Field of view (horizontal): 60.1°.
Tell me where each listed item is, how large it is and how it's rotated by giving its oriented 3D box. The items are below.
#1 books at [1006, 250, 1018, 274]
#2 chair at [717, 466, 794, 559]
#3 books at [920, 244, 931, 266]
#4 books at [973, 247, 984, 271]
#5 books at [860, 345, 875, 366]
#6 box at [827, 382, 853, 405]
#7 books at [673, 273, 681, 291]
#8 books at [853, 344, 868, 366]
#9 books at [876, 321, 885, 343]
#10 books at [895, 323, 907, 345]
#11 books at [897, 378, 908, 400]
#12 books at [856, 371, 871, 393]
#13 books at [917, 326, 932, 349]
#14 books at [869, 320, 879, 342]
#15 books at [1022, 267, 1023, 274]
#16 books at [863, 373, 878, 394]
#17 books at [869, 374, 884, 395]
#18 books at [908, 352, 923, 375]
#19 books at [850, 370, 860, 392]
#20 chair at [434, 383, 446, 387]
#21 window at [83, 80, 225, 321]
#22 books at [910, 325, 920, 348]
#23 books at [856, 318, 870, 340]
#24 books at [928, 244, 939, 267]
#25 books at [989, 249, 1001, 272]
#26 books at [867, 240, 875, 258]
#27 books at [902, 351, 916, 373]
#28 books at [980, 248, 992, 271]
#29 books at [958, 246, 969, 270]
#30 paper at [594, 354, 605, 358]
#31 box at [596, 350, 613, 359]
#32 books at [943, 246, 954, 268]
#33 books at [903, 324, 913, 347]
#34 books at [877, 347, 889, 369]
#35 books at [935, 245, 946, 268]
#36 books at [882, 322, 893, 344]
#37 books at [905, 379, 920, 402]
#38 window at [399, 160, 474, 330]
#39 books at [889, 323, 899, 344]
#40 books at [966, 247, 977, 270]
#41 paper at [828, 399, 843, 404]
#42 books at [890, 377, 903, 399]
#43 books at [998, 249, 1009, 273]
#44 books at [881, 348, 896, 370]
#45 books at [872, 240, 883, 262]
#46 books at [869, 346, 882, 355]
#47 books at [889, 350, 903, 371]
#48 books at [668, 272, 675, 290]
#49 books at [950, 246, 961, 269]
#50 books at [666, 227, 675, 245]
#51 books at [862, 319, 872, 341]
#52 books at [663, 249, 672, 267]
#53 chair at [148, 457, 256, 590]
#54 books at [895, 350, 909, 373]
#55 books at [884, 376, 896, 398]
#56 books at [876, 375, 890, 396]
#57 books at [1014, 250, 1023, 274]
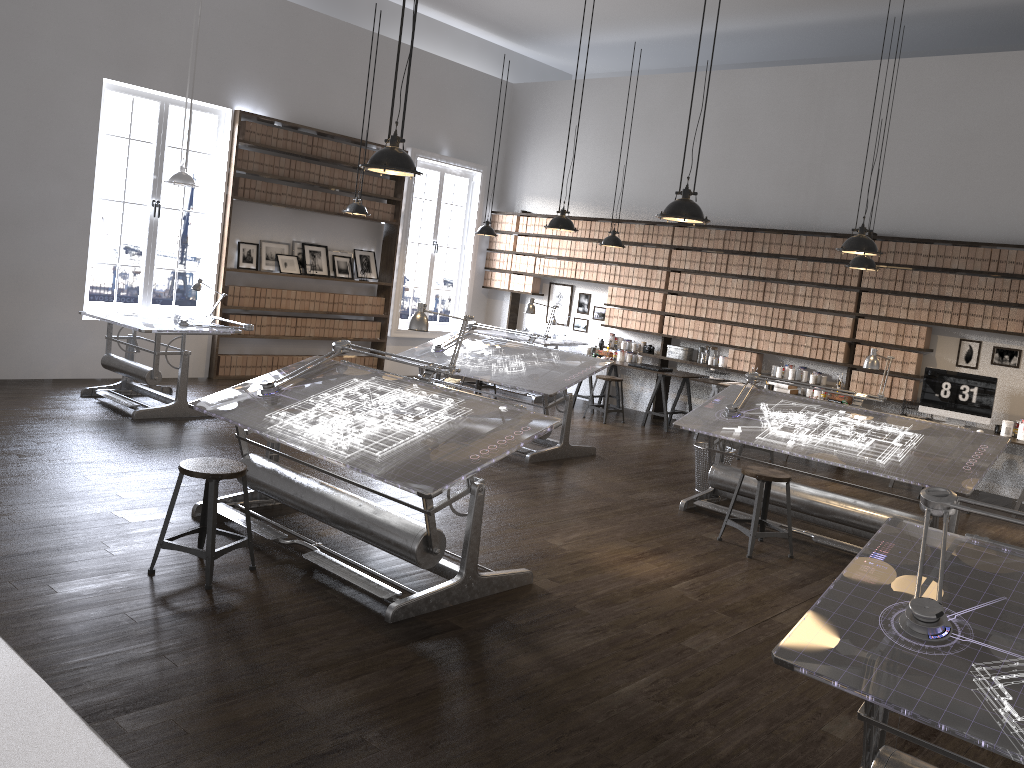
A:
[{"bbox_3d":[4.784,-1.159,8.450,0.067,0.225,0.174,11,7,41],"label":"books"},{"bbox_3d":[1.624,0.832,5.790,0.358,0.526,0.374,5,6,-20],"label":"chair"},{"bbox_3d":[4.211,-1.295,8.962,0.067,0.224,0.174,11,7,41],"label":"books"},{"bbox_3d":[4.574,-1.210,8.640,0.067,0.224,0.174,11,7,41],"label":"books"},{"bbox_3d":[3.749,-0.290,9.333,0.067,0.225,0.174,11,7,41],"label":"books"},{"bbox_3d":[3.431,0.094,9.242,0.213,0.206,0.137,12,7,41],"label":"box"},{"bbox_3d":[2.062,-1.244,10.854,0.067,0.225,0.174,11,7,41],"label":"books"},{"bbox_3d":[3.698,-0.303,9.386,0.067,0.224,0.174,11,7,41],"label":"books"},{"bbox_3d":[3.874,-0.540,9.234,0.067,0.224,0.174,11,7,41],"label":"books"},{"bbox_3d":[4.021,-0.505,9.106,0.067,0.225,0.174,11,7,41],"label":"books"},{"bbox_3d":[4.027,0.057,9.077,0.067,0.225,0.174,11,7,41],"label":"books"},{"bbox_3d":[3.714,-0.017,9.353,0.067,0.225,0.174,11,7,41],"label":"books"},{"bbox_3d":[4.179,-0.468,8.967,0.067,0.225,0.174,11,7,41],"label":"books"},{"bbox_3d":[3.819,-0.553,9.280,0.067,0.225,0.174,11,7,41],"label":"books"},{"bbox_3d":[4.891,-1.135,8.360,0.067,0.225,0.174,11,7,41],"label":"books"},{"bbox_3d":[3.767,-0.004,9.305,0.067,0.225,0.174,11,7,41],"label":"books"},{"bbox_3d":[3.817,0.007,9.267,0.067,0.224,0.174,11,7,41],"label":"books"},{"bbox_3d":[4.109,-0.205,9.015,0.067,0.224,0.174,11,7,41],"label":"books"},{"bbox_3d":[3.663,-0.030,9.403,0.067,0.225,0.174,11,7,41],"label":"books"},{"bbox_3d":[-0.771,0.266,7.912,0.359,0.526,0.372,9,6,19],"label":"chair"},{"bbox_3d":[-3.813,-1.844,9.439,0.154,2.487,1.481,11,6,41],"label":"window"},{"bbox_3d":[4.123,-0.481,9.010,0.067,0.225,0.174,11,7,41],"label":"books"},{"bbox_3d":[3.719,-0.577,9.377,0.067,0.225,0.174,11,7,41],"label":"books"},{"bbox_3d":[4.263,-1.283,8.913,0.067,0.225,0.174,11,7,41],"label":"books"},{"bbox_3d":[4.675,-1.185,8.546,0.067,0.225,0.174,11,7,41],"label":"books"},{"bbox_3d":[3.800,-1.393,9.333,0.067,0.224,0.174,11,7,41],"label":"books"},{"bbox_3d":[4.064,-0.216,9.058,0.067,0.224,0.174,11,7,41],"label":"books"},{"bbox_3d":[4.624,-1.198,8.599,0.067,0.224,0.174,11,7,41],"label":"books"},{"bbox_3d":[4.471,-1.233,8.726,0.067,0.225,0.174,11,7,41],"label":"books"},{"bbox_3d":[1.092,-0.344,11.115,0.155,0.038,0.138,11,8,26],"label":"paper"},{"bbox_3d":[1.185,-0.375,11.239,0.213,0.083,0.137,13,9,41],"label":"box"},{"bbox_3d":[4.371,-1.258,8.825,0.067,0.225,0.174,11,7,41],"label":"books"},{"bbox_3d":[4.074,-0.493,9.060,0.067,0.225,0.174,11,7,41],"label":"books"},{"bbox_3d":[3.858,-0.264,9.237,0.067,0.225,0.174,11,7,41],"label":"books"},{"bbox_3d":[4.318,-1.270,8.870,0.067,0.225,0.174,11,7,41],"label":"books"},{"bbox_3d":[3.921,-0.529,9.194,0.067,0.224,0.174,11,7,41],"label":"books"},{"bbox_3d":[4.082,0.069,9.033,0.067,0.225,0.174,11,7,41],"label":"books"},{"bbox_3d":[-1.099,-1.885,12.328,0.154,2.300,1.244,11,6,41],"label":"window"},{"bbox_3d":[3.967,-0.517,9.146,0.067,0.225,0.174,11,7,41],"label":"books"},{"bbox_3d":[4.524,-1.220,8.678,0.067,0.225,0.174,11,7,41],"label":"books"},{"bbox_3d":[3.307,0.180,9.143,0.137,0.038,0.156,2,8,-34],"label":"paper"},{"bbox_3d":[3.978,0.044,9.127,0.067,0.225,0.174,11,7,41],"label":"books"},{"bbox_3d":[4.734,-1.172,8.500,0.067,0.225,0.174,11,7,41],"label":"books"},{"bbox_3d":[3.913,-0.252,9.194,0.067,0.225,0.174,11,7,41],"label":"books"},{"bbox_3d":[3.851,-1.380,9.280,0.067,0.225,0.174,11,7,41],"label":"books"},{"bbox_3d":[3.808,-0.277,9.287,0.067,0.225,0.174,11,7,41],"label":"books"},{"bbox_3d":[3.965,-0.240,9.147,0.067,0.225,0.174,11,7,41],"label":"books"},{"bbox_3d":[2.011,-1.257,10.907,0.067,0.224,0.174,11,7,41],"label":"books"},{"bbox_3d":[4.420,-1.246,8.776,0.067,0.225,0.174,11,7,41],"label":"books"},{"bbox_3d":[1.993,-1.820,10.932,0.067,0.225,0.174,11,7,41],"label":"books"},{"bbox_3d":[3.769,-0.565,9.329,0.067,0.225,0.174,11,7,41],"label":"books"},{"bbox_3d":[1.955,-1.548,10.959,0.067,0.225,0.174,11,7,41],"label":"books"},{"bbox_3d":[-1.455,0.648,4.249,0.359,0.526,0.372,9,6,19],"label":"chair"},{"bbox_3d":[4.011,-0.228,9.098,0.067,0.225,0.174,11,7,41],"label":"books"},{"bbox_3d":[3.918,0.031,9.172,0.067,0.225,0.174,11,7,41],"label":"books"},{"bbox_3d":[3.867,0.018,9.225,0.067,0.224,0.174,11,7,41],"label":"books"},{"bbox_3d":[4.839,-1.147,8.407,0.067,0.225,0.174,11,7,41],"label":"books"}]
